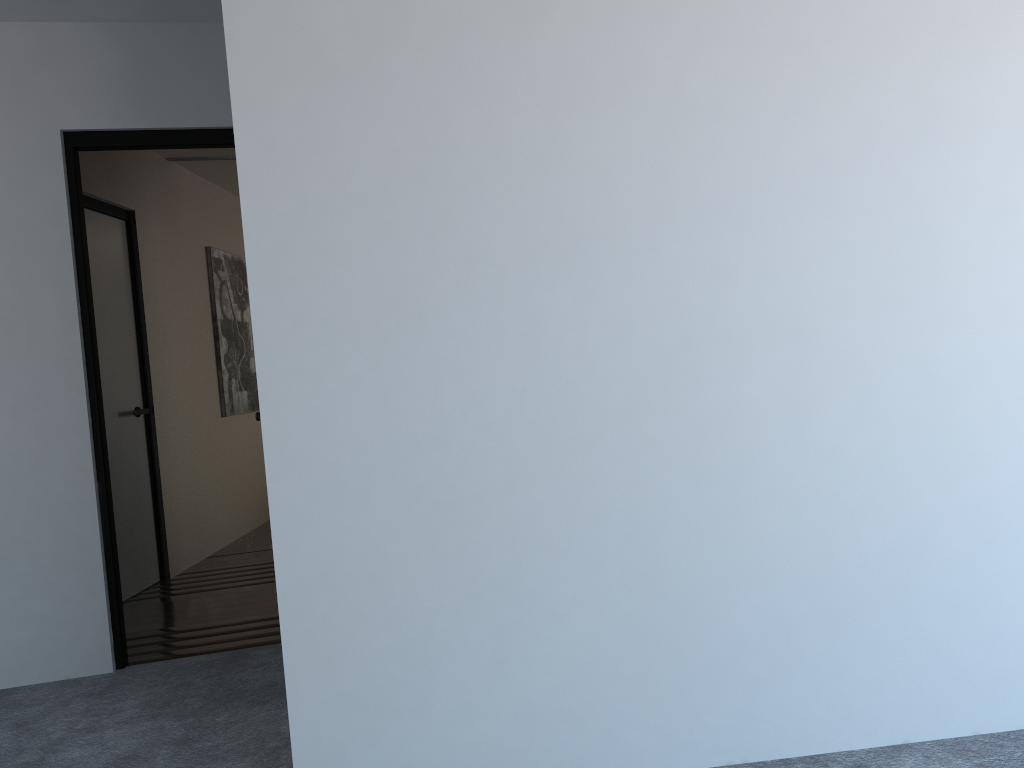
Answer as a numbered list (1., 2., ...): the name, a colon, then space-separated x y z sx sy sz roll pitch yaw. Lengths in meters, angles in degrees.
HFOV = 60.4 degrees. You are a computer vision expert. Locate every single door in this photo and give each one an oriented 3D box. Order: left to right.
1. door: -2.116 0.085 4.469 0.154 2.093 0.999 -5 1 2
2. door: -1.083 0.034 3.113 1.024 2.093 0.957 -5 1 -11

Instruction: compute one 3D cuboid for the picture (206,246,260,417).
1. picture: -2.004 -0.366 6.369 0.029 1.165 0.750 -5 1 2
